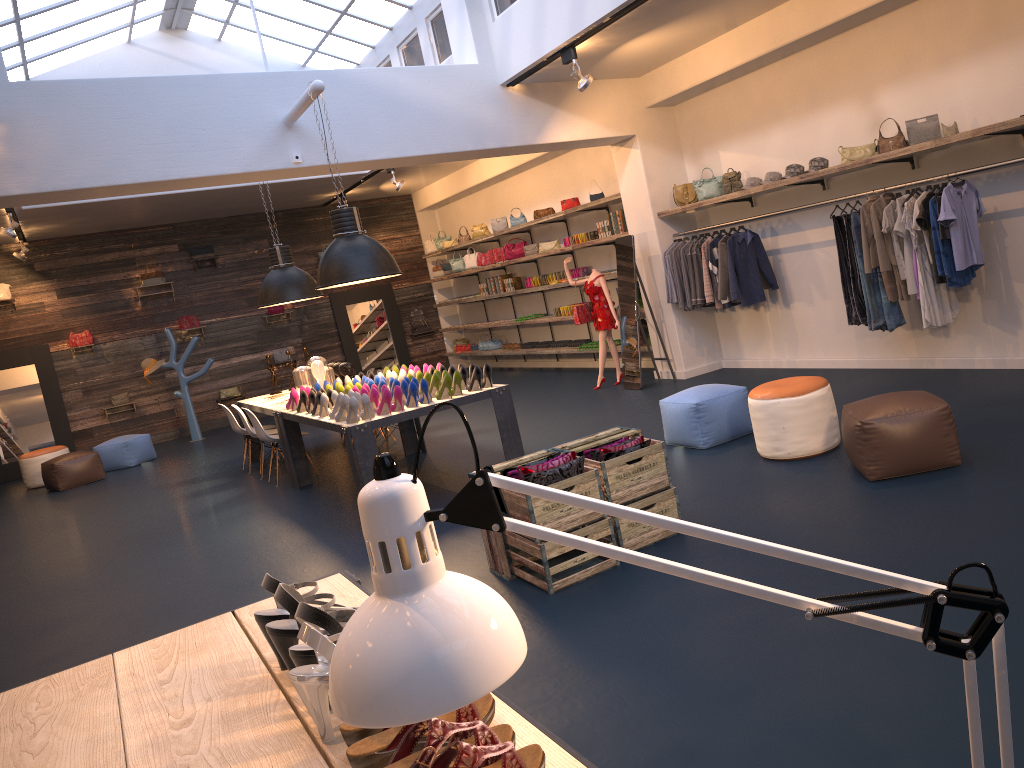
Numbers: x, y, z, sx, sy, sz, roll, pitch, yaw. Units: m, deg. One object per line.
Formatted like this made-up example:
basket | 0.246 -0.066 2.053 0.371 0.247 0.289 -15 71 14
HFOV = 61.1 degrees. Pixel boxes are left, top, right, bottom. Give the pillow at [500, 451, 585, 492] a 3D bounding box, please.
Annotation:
pillow | 0.160 0.539 4.431 0.385 0.348 0.403 -14 7 -28

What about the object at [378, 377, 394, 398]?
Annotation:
object | -1.027 0.044 7.071 0.217 0.195 0.224 -14 7 -28

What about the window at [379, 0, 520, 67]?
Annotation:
window | -1.920 -3.456 7.123 4.841 0.651 10.471 -14 7 -27

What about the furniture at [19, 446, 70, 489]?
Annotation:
furniture | -6.322 1.120 11.802 0.624 0.479 0.539 -14 6 -26

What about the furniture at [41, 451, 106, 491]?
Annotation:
furniture | -5.665 1.095 11.190 0.592 0.422 0.707 -5 9 45

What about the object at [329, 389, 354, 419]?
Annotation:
object | -1.290 0.149 6.608 0.220 0.195 0.221 -16 8 -41

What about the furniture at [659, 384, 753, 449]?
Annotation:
furniture | 1.520 0.223 6.806 0.702 0.422 0.598 -15 7 -30

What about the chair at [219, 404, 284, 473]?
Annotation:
chair | -2.887 0.543 9.682 0.588 0.799 0.430 -15 6 -30

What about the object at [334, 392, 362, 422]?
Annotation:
object | -1.198 0.161 6.362 0.219 0.195 0.222 -16 7 -36

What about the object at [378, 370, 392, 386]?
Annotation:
object | -1.172 -0.023 7.874 0.219 0.195 0.223 -15 7 -32

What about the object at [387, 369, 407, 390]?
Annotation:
object | -1.018 -0.030 7.685 0.217 0.195 0.224 -14 7 -28

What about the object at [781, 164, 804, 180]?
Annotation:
object | 2.726 -2.066 8.442 0.253 0.136 0.165 -12 6 -9

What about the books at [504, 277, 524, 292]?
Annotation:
books | 0.022 -1.643 14.318 0.196 0.212 0.305 -14 7 -28

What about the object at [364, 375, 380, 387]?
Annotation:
object | -1.226 0.024 7.565 0.217 0.195 0.224 -14 7 -28

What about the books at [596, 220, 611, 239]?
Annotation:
books | 1.264 -2.026 11.316 0.194 0.209 0.294 -14 7 -27

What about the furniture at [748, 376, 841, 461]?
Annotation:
furniture | 1.923 0.219 5.932 0.624 0.479 0.539 -14 6 -26

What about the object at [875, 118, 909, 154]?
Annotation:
object | 3.273 -2.147 7.510 0.271 0.299 0.111 -8 6 32

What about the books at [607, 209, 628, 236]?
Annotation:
books | 1.481 -2.064 10.936 0.258 0.287 0.591 -14 7 -28

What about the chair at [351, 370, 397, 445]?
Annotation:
chair | -1.603 0.291 9.723 0.588 0.799 0.430 -15 6 -30

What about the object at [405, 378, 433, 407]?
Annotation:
object | -0.694 0.059 6.394 0.215 0.195 0.227 -13 6 -20

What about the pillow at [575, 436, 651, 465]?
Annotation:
pillow | 0.551 0.458 4.777 0.334 0.318 0.424 -14 7 -28

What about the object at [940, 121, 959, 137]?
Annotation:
object | 3.526 -2.051 6.989 0.128 0.133 0.082 -11 5 6

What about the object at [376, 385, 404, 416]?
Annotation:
object | -0.881 0.112 6.257 0.218 0.195 0.223 -15 7 -31

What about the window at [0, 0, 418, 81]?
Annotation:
window | -0.653 -4.310 4.091 4.675 0.836 17.363 -14 7 -26

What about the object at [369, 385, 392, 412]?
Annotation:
object | -1.002 0.107 6.493 0.217 0.195 0.224 -14 7 -28

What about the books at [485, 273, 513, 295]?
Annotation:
books | -0.202 -1.689 14.718 0.258 0.287 0.591 -14 7 -28

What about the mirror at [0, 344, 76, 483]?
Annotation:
mirror | -7.469 0.446 13.153 1.250 1.913 0.247 -15 6 -30

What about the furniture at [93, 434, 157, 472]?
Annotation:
furniture | -5.414 0.936 12.129 0.633 0.422 0.667 -10 6 11

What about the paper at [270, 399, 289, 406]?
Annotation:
paper | -2.200 0.135 9.007 0.322 0.014 0.749 -9 7 15

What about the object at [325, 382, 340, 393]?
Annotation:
object | -1.579 0.082 7.654 0.216 0.195 0.225 -14 6 -25

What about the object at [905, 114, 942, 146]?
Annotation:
object | 3.420 -2.106 7.226 0.262 0.229 0.083 -10 5 17

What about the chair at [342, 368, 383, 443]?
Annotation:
chair | -1.824 0.264 10.309 0.586 0.799 0.432 -14 6 -27

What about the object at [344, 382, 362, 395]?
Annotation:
object | -1.323 0.089 7.177 0.217 0.195 0.224 -14 7 -28

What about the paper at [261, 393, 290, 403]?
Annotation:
paper | -2.587 0.142 9.581 0.354 0.014 0.682 -13 7 -17

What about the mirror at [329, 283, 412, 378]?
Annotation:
mirror | -2.582 -0.851 16.155 1.250 1.913 0.247 -15 6 -30

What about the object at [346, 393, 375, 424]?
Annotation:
object | -1.080 0.165 6.125 0.216 0.195 0.226 -14 6 -22

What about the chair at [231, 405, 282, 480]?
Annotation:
chair | -2.568 0.545 9.144 0.580 0.799 0.437 -14 6 -21

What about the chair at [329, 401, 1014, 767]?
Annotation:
chair | 0.149 0.353 0.741 0.546 0.743 0.169 -11 5 6

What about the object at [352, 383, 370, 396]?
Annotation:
object | -1.210 0.094 6.944 0.215 0.195 0.228 -13 6 -20

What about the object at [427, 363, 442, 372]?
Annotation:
object | -0.689 -0.080 7.566 0.219 0.195 0.223 -15 7 -32

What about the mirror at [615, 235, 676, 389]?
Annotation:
mirror | 1.450 -0.858 10.215 0.565 1.760 0.466 -14 6 -29

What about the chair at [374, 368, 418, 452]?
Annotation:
chair | -1.264 0.287 9.196 0.592 0.799 0.427 -15 6 -35

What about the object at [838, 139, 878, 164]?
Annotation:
object | 3.103 -2.076 7.756 0.353 0.173 0.238 -10 6 12

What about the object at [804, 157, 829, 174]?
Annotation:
object | 2.862 -2.061 8.170 0.253 0.136 0.165 -12 6 -9

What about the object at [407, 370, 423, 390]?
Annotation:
object | -0.820 -0.008 7.175 0.217 0.195 0.224 -14 7 -28

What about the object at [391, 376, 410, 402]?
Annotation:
object | -0.893 0.042 6.869 0.218 0.195 0.223 -15 7 -30

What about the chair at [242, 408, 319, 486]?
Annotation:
chair | -2.291 0.557 8.589 0.588 0.799 0.430 -15 6 -30

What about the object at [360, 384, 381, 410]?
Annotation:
object | -1.110 0.101 6.721 0.216 0.195 0.226 -14 6 -23

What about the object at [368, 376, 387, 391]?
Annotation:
object | -1.145 0.036 7.332 0.224 0.195 0.224 -14 7 -28

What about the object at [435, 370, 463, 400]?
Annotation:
object | -0.473 0.004 6.504 0.219 0.195 0.222 -15 7 -35

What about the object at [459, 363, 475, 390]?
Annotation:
object | -0.368 -0.059 6.867 0.217 0.195 0.224 -14 7 -28

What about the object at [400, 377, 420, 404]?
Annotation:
object | -0.800 0.050 6.644 0.217 0.195 0.224 -14 7 -28

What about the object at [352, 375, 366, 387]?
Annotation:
object | -1.370 0.027 7.779 0.217 0.195 0.224 -14 7 -28

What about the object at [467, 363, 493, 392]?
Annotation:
object | -0.248 -0.055 6.635 0.217 0.195 0.224 -14 7 -28

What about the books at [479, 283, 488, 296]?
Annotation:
books | -0.420 -1.651 15.098 0.194 0.209 0.294 -14 7 -27

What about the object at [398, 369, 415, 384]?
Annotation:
object | -0.916 -0.021 7.444 0.217 0.195 0.224 -14 7 -28

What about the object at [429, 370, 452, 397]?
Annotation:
object | -0.571 -0.005 6.739 0.217 0.195 0.224 -14 7 -28

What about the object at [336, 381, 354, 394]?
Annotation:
object | -1.435 0.081 7.423 0.217 0.195 0.224 -14 7 -28
